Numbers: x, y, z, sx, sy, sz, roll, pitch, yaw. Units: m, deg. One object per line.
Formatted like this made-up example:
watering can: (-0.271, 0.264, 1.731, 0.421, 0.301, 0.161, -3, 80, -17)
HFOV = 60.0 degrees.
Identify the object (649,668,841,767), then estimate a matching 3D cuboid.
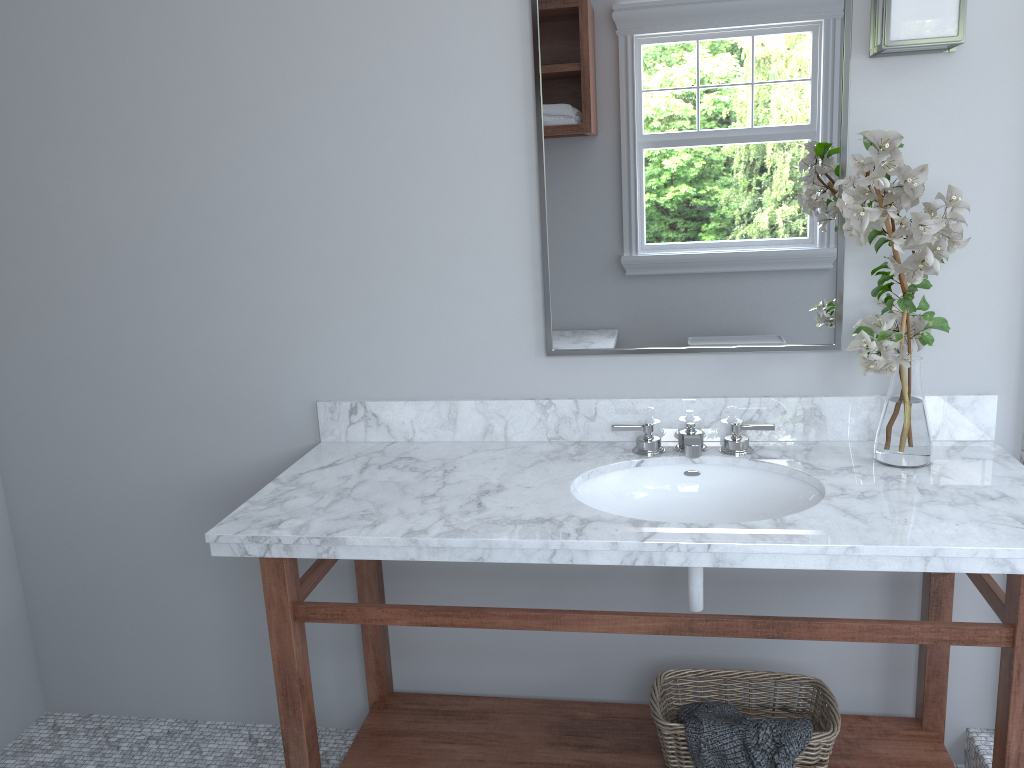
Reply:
object: (0.526, 0.806, 2.026, 0.417, 0.198, 0.262, -1, 13, 10)

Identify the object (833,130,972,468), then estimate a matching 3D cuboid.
object: (0.783, -0.155, 1.818, 0.225, 0.706, 0.374, 8, 17, 40)

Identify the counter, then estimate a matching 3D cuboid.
counter: (0.278, 0.585, 2.008, 1.657, 0.983, 0.638, -1, 13, 10)

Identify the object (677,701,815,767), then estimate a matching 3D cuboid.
object: (0.521, 0.805, 1.969, 0.302, 0.213, 0.322, 0, 13, 11)

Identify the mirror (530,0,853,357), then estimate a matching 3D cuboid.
mirror: (0.403, -0.550, 2.029, 0.694, 0.977, 0.030, -1, 13, 10)

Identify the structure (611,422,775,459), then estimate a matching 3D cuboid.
structure: (0.427, 0.126, 2.105, 0.295, 0.069, 0.256, -11, 15, -29)

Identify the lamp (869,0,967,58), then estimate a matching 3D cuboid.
lamp: (0.853, -0.832, 1.850, 0.175, 0.266, 0.091, -1, 13, 10)

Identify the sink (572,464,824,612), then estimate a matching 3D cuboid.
sink: (0.385, 0.362, 1.928, 0.494, 0.270, 0.517, -11, 15, -30)
